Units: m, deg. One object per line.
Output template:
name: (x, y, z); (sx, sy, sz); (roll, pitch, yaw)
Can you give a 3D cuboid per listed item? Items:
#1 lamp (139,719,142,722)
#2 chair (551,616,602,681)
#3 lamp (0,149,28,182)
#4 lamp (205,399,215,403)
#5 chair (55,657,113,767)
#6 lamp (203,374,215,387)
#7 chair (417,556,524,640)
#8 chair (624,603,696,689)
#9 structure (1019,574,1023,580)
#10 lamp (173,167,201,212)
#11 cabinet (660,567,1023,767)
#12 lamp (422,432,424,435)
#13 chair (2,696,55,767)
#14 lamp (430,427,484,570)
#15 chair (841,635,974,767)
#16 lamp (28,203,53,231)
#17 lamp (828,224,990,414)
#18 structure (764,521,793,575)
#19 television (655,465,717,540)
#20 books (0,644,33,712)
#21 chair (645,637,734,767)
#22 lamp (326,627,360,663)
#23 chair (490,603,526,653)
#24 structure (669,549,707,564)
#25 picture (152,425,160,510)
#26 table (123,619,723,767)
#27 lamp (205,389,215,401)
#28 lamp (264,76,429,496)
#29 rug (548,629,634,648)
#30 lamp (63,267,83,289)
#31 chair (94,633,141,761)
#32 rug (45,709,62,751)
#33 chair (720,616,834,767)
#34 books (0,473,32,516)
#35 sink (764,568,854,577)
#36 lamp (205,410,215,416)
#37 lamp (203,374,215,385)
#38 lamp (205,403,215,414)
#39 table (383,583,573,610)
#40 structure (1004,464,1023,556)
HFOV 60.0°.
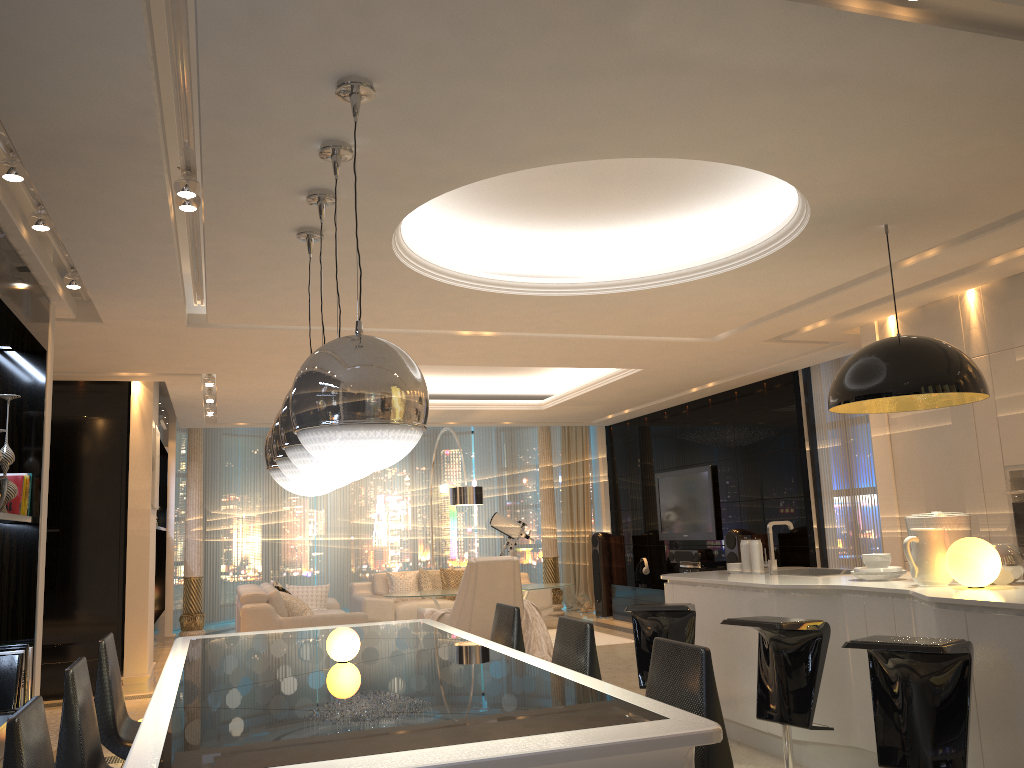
lamp: (-2.146, 2.075, 5.221); (0.212, 0.214, 0.213); (-6, -10, 21)
chair: (0.053, 1.351, 3.372); (0.496, 0.858, 0.523); (1, -10, -18)
lamp: (-1.972, -0.866, 3.510); (0.107, 0.127, 0.107); (5, -12, -37)
lamp: (-3.176, 0.135, 9.327); (0.107, 0.127, 0.107); (5, -12, -37)
chair: (-1.171, 1.320, 2.855); (0.496, 0.858, 0.523); (1, -10, -18)
lamp: (-2.851, -0.037, 8.357); (0.107, 0.127, 0.107); (-1, -9, -7)
chair: (-0.274, 2.051, 7.990); (1.027, 0.991, 0.983); (1, -10, -19)
chair: (0.823, 1.576, 4.745); (0.380, 0.789, 0.380); (-5, -10, 14)
structure: (3.432, 1.361, 5.188); (0.595, 0.597, 0.609); (1, -10, -18)
lamp: (-1.401, -0.839, 3.830); (0.107, 0.127, 0.271); (1, -10, -18)
cabinet: (1.994, 1.370, 4.091); (1.046, 0.887, 3.752); (1, -10, -18)
lamp: (-2.269, 0.696, 13.527); (2.109, 0.685, 2.109); (-7, -10, 26)
chair: (-0.918, 1.186, 2.101); (0.496, 0.858, 0.523); (1, -10, -18)
lamp: (-0.767, 1.781, 10.956); (0.393, 2.519, 2.009); (1, -10, -18)
chair: (1.398, 1.271, 3.027); (0.380, 0.789, 0.380); (-10, -12, 38)
lamp: (-2.159, -0.767, 4.068); (0.107, 0.127, 0.107); (5, -12, -37)
lamp: (1.873, -0.347, 4.324); (0.710, 0.898, 0.710); (-1, -9, -8)
structure: (1.589, 0.974, 5.280); (0.177, 0.310, 0.089); (1, -10, -18)
television: (2.076, 1.446, 10.618); (0.055, 0.839, 1.358); (1, -10, -18)
books: (-2.588, 1.486, 4.493); (0.222, 0.296, 0.345); (1, -10, -18)
chair: (0.319, 1.210, 2.578); (0.496, 0.858, 0.523); (1, -10, -18)
lamp: (-0.629, 0.971, 3.305); (0.125, 0.125, 0.125); (-8, -11, 31)
chair: (-0.218, 1.495, 4.183); (0.496, 0.858, 0.523); (1, -10, -18)
structure: (2.074, 2.044, 10.497); (0.107, 0.179, 0.745); (1, -10, -18)
picture: (-3.264, 0.777, 8.127); (0.027, 0.729, 0.610); (1, -10, -18)
table: (-0.574, 1.391, 3.149); (1.293, 0.759, 3.031); (1, -10, -18)
lamp: (-3.138, 0.115, 9.213); (0.107, 0.127, 0.107); (-1, -9, -7)
lamp: (-0.691, -0.224, 3.370); (0.408, 1.226, 1.827); (1, -10, -18)
rug: (-0.290, 2.809, 9.580); (2.900, 0.020, 1.661); (1, -10, -19)
lamp: (-2.473, -0.600, 5.007); (0.107, 0.127, 0.107); (5, -12, -37)
chair: (-1.437, 1.461, 3.649); (0.496, 0.858, 0.523); (1, -10, -18)
rug: (-5.417, 2.340, 5.345); (5.025, 0.015, 1.526); (1, -10, -18)
chair: (1.175, 1.410, 3.819); (0.380, 0.789, 0.380); (4, -11, -35)
books: (-2.649, 0.582, 4.665); (0.189, 0.238, 0.290); (1, -10, -20)
sink: (1.806, 1.196, 5.285); (0.485, 0.152, 0.738); (1, -10, -18)
lamp: (-3.478, 0.305, 10.213); (0.107, 0.127, 0.107); (5, -12, -37)
lamp: (-2.815, -0.056, 8.250); (0.107, 0.127, 0.107); (-1, -9, -7)
lamp: (-3.433, 0.272, 10.095); (0.107, 0.127, 0.107); (5, -12, -37)
table: (-0.330, 2.519, 9.628); (2.140, 0.565, 0.999); (1, -10, -19)
structure: (3.406, 0.760, 5.286); (0.595, 0.597, 0.609); (1, -10, -18)
